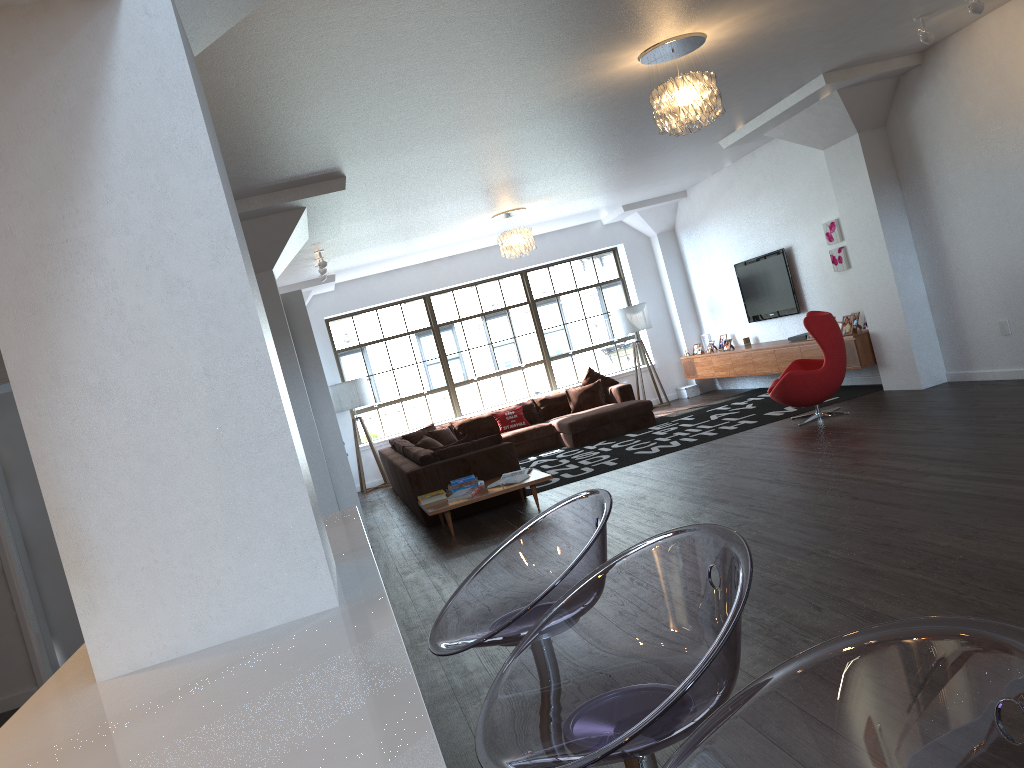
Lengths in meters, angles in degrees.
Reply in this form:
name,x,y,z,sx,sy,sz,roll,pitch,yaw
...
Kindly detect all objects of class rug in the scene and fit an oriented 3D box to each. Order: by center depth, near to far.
name,x,y,z,sx,sy,sz,roll,pitch,yaw
rug,1.737,0.581,10.409,4.200,0.007,3.100,-15,2,-11

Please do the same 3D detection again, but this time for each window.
name,x,y,z,sx,sy,sz,roll,pitch,yaw
window,-0.311,-0.615,13.632,4.648,1.905,0.114,-15,2,-12

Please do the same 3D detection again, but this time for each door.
name,x,y,z,sx,sy,sz,roll,pitch,yaw
door,-3.574,1.090,6.443,0.826,2.032,0.174,-15,2,-12

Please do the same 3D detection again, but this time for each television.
name,x,y,z,sx,sy,sz,roll,pitch,yaw
television,3.239,-1.231,11.336,0.013,0.816,1.324,-15,2,-12

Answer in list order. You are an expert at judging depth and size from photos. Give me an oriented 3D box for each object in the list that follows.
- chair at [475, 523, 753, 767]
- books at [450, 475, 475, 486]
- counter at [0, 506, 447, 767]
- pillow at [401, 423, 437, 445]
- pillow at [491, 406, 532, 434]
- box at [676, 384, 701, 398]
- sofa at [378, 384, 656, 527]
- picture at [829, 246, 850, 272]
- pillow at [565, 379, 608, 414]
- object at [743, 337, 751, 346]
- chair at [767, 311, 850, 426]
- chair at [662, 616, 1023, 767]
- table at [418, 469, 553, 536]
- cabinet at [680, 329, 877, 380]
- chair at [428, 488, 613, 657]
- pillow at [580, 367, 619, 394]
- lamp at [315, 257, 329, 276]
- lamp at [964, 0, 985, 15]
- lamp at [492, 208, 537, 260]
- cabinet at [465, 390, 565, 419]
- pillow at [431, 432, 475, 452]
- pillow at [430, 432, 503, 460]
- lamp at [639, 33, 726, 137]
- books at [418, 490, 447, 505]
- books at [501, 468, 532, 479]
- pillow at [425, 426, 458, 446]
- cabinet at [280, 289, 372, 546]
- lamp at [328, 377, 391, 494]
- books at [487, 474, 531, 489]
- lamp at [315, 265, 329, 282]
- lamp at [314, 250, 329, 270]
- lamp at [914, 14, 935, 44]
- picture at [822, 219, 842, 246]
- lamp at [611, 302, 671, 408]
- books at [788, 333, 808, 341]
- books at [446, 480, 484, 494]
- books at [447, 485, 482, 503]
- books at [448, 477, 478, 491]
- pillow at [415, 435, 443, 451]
name,x,y,z,sx,sy,sz,roll,pitch,yaw
chair,0.250,0.780,1.396,0.481,1.014,0.530,-16,2,-14
books,-0.452,0.883,8.146,0.224,0.027,0.157,-15,2,-7
counter,0.633,0.792,0.509,3.039,0.860,8.182,-17,3,-41
pillow,-1.144,0.772,11.905,0.580,0.418,0.334,-17,3,-39
pillow,-0.012,0.493,12.200,0.465,0.308,0.220,-16,2,-16
box,2.724,0.115,13.701,0.228,0.165,0.368,-15,2,-12
sofa,0.266,0.627,10.614,3.481,0.664,4.197,-15,2,-12
picture,3.605,-1.372,9.775,0.030,0.250,0.250,-15,2,-12
pillow,1.025,0.175,12.307,0.542,0.362,0.248,-15,2,9
object,3.205,-0.577,12.096,0.089,0.110,0.089,-14,2,33
chair,2.841,-0.167,8.595,0.801,1.006,0.798,-15,2,13
chair,0.369,0.771,0.770,0.481,1.014,0.530,-16,2,-14
table,-0.230,1.062,7.902,1.100,0.271,0.853,-15,2,-12
cabinet,3.304,-0.340,11.397,0.459,0.350,4.501,-15,2,-12
chair,0.118,0.794,2.012,0.481,1.014,0.530,-15,2,-10
pillow,1.163,0.045,12.509,0.651,0.587,0.335,-16,2,-33
lamp,-2.193,-1.351,10.226,0.111,0.211,0.120,-14,3,37
lamp,3.179,-2.645,6.107,0.111,0.211,0.120,-14,3,37
lamp,0.031,-1.786,10.637,0.441,0.539,0.442,-14,2,30
cabinet,0.132,0.592,13.144,1.520,0.625,0.350,-15,2,-12
pillow,-0.519,0.706,8.923,0.559,0.411,0.269,-14,2,34
pillow,-0.416,0.731,8.673,0.750,0.364,0.289,-15,2,-13
lamp,1.094,-1.893,5.690,0.441,0.539,0.442,-14,2,30
books,-0.722,1.026,8.022,0.241,0.045,0.334,-15,2,-11
books,0.039,0.820,8.182,0.256,0.035,0.350,-15,2,13
pillow,-0.938,0.738,11.851,0.489,0.337,0.238,-17,3,-42
cabinet,-2.276,0.419,10.181,0.461,2.414,4.500,-15,2,-12
lamp,-2.135,0.726,12.587,0.545,1.579,0.545,-16,2,-23
books,-0.035,0.853,7.813,0.342,0.040,0.231,-14,2,28
lamp,-2.301,-1.341,10.733,0.120,0.211,0.111,-17,3,-38
lamp,-2.087,-1.362,9.732,0.111,0.211,0.120,-14,2,22
lamp,3.073,-2.634,6.601,0.111,0.211,0.120,-14,2,22
picture,3.526,-1.668,9.764,0.030,0.250,0.250,-15,2,-12
lamp,1.953,-0.400,13.384,0.545,1.579,0.545,-15,2,-1
books,3.510,-0.570,10.588,0.250,0.053,0.400,-15,2,-12
books,-0.434,0.948,8.146,0.312,0.037,0.216,-16,2,-22
books,-0.416,0.959,7.739,0.236,0.035,0.340,-15,2,13
books,-0.449,0.915,8.148,0.279,0.035,0.191,-15,2,-2
pillow,-0.914,0.785,10.298,0.325,0.391,0.625,-15,2,4
